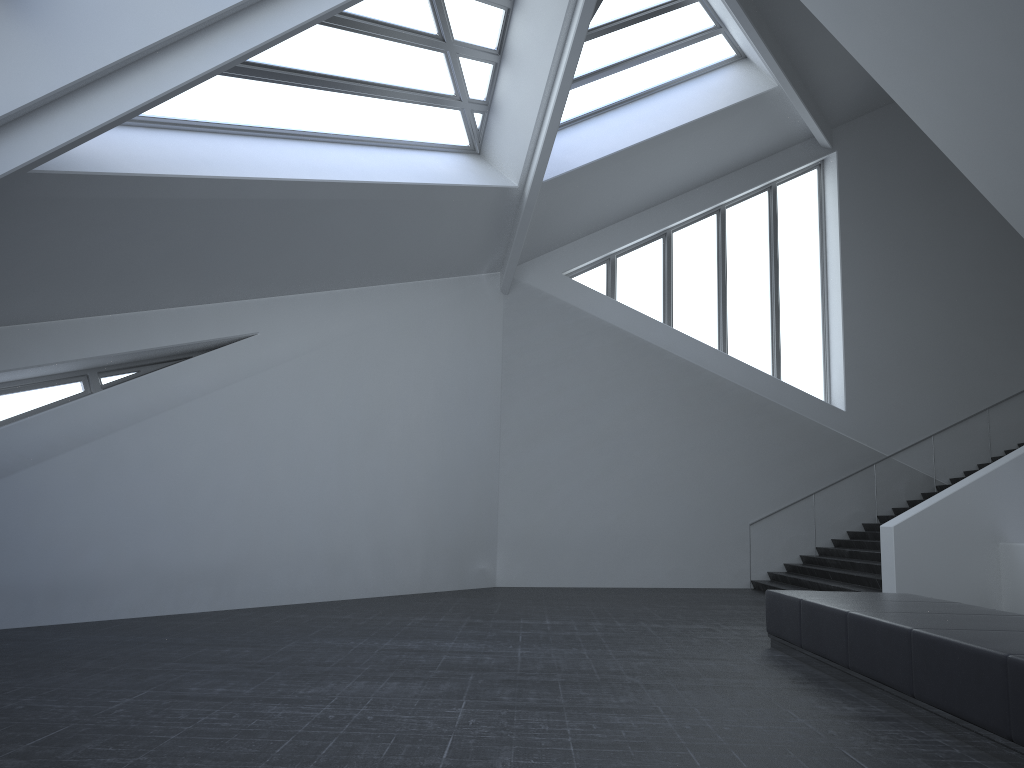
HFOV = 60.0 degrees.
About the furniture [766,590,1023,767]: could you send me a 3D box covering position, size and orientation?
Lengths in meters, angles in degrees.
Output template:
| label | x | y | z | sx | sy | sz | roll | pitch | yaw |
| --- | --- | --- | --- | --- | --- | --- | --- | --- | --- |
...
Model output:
| label | x | y | z | sx | sy | sz | roll | pitch | yaw |
| --- | --- | --- | --- | --- | --- | --- | --- | --- | --- |
| furniture | 3.340 | 1.990 | 6.307 | 1.488 | 0.580 | 5.742 | 1 | -9 | 1 |
